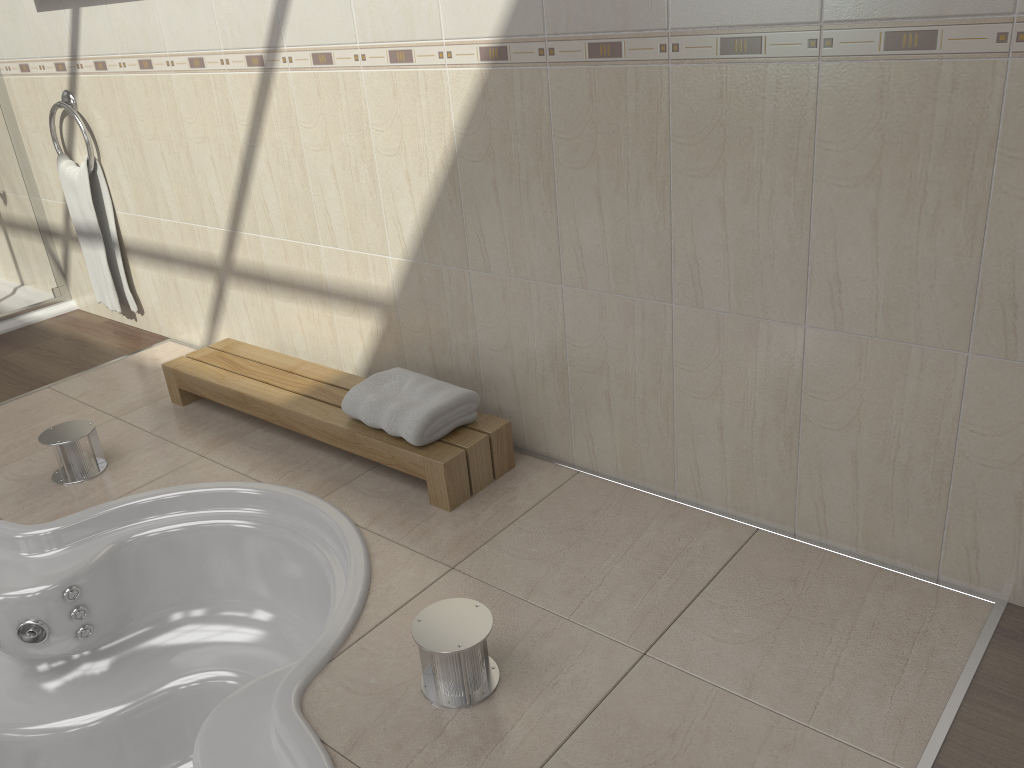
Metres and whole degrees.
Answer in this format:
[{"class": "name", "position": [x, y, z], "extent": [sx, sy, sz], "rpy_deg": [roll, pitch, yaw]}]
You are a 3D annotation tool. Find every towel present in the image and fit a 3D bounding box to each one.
[{"class": "towel", "position": [-1.649, -0.593, 3.522], "extent": [0.280, 0.635, 0.083], "rpy_deg": [15, 32, 38]}, {"class": "towel", "position": [-0.277, 0.051, 2.357], "extent": [0.331, 0.099, 0.233], "rpy_deg": [18, 33, 41]}]

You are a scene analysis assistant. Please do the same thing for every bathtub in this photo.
[{"class": "bathtub", "position": [-1.121, 0.972, 1.743], "extent": [1.754, 0.674, 1.751], "rpy_deg": [-7, 25, -3]}]

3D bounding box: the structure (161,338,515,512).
[{"class": "structure", "position": [-0.572, 0.079, 2.647], "extent": [1.280, 0.140, 0.260], "rpy_deg": [15, 31, 37]}]

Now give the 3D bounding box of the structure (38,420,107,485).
[{"class": "structure", "position": [-1.260, 0.195, 2.548], "extent": [0.150, 0.131, 0.150], "rpy_deg": [9, 28, 28]}]

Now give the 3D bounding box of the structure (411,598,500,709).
[{"class": "structure", "position": [-0.103, 0.497, 1.643], "extent": [0.150, 0.131, 0.150], "rpy_deg": [-24, 30, -35]}]

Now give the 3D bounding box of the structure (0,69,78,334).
[{"class": "structure", "position": [-2.686, -1.131, 3.594], "extent": [0.900, 1.917, 0.900], "rpy_deg": [15, 31, 37]}]

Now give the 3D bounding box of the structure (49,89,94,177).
[{"class": "structure", "position": [-1.675, -0.949, 3.382], "extent": [0.291, 0.332, 0.051], "rpy_deg": [15, 31, 37]}]
